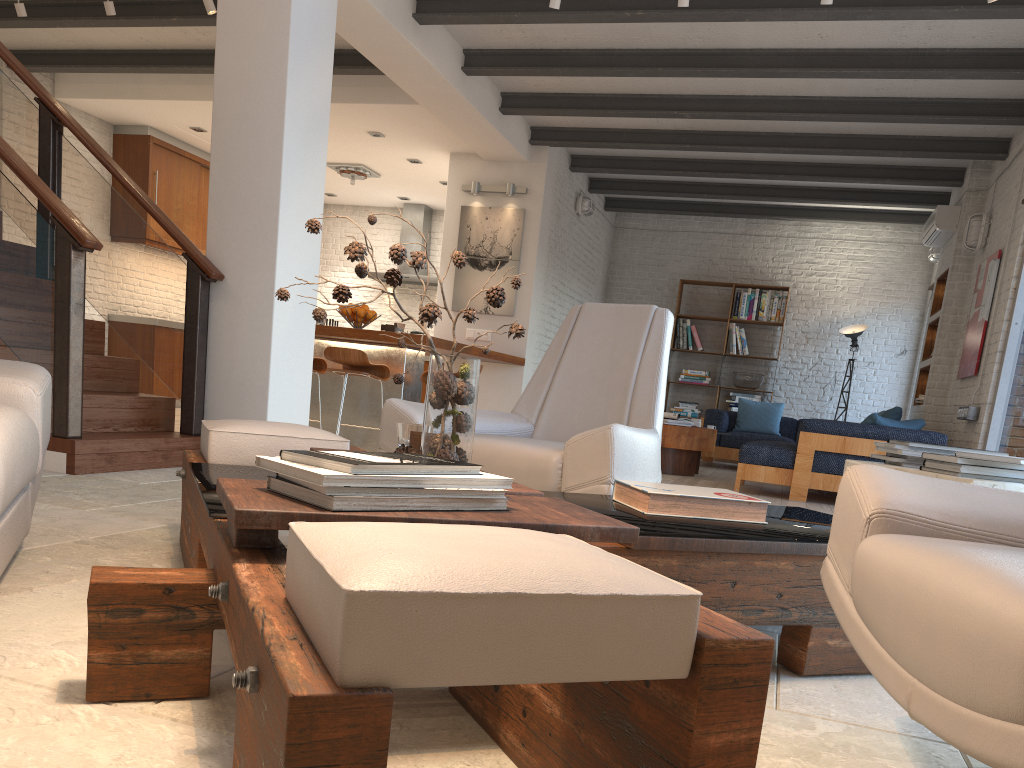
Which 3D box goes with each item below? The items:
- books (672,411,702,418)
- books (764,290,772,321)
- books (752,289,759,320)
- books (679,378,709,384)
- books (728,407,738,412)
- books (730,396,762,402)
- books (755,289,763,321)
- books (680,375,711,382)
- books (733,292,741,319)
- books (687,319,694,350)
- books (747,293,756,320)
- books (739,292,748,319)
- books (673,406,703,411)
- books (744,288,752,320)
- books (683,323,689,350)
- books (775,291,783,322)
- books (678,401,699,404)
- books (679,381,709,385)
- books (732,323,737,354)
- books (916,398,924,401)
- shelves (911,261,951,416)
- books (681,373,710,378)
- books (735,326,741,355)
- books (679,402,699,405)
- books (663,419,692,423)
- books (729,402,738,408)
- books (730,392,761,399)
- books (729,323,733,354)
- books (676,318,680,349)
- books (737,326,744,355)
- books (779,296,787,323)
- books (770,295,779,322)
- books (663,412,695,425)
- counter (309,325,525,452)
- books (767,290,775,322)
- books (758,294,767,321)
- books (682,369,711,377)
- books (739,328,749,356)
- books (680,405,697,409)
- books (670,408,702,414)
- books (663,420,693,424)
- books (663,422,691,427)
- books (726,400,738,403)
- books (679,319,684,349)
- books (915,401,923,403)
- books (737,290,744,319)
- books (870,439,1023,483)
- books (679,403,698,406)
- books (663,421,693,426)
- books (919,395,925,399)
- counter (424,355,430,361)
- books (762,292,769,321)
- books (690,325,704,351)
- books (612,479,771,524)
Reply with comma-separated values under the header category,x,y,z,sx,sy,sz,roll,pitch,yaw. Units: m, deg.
category,x,y,z,sx,sy,sz,roll,pitch,yaw
books,2.262,0.394,11.241,0.323,0.056,0.254,6,0,27
books,3.174,-0.951,10.795,0.036,0.391,0.240,9,8,18
books,3.024,-0.968,10.814,0.036,0.391,0.240,9,8,18
books,2.331,-0.037,11.156,0.378,0.037,0.241,6,0,12
books,2.934,0.343,11.021,0.379,0.066,0.241,6,0,3
books,2.953,0.201,11.015,0.378,0.066,0.241,6,0,11
books,3.062,-0.964,10.814,0.036,0.391,0.240,9,8,18
books,2.343,-0.073,11.140,0.378,0.037,0.241,6,0,10
books,2.819,-0.962,10.898,0.055,0.336,0.251,9,7,18
books,2.270,-0.615,11.101,0.120,0.389,0.240,9,7,17
books,2.982,-0.945,10.851,0.055,0.336,0.251,9,7,18
books,2.887,-0.955,10.859,0.055,0.336,0.251,9,7,18
books,2.264,0.320,11.228,0.378,0.018,0.241,6,0,9
books,2.936,-0.978,10.846,0.036,0.391,0.240,9,8,18
books,2.224,-0.596,11.150,0.102,0.341,0.251,9,7,17
books,3.294,-0.938,10.746,0.036,0.391,0.240,9,8,18
books,2.278,0.241,11.224,0.250,0.017,0.161,6,0,17
books,2.338,-0.007,11.165,0.353,0.021,0.270,6,0,17
books,2.794,-0.556,10.943,0.103,0.391,0.240,9,8,17
books,4.040,0.158,8.504,0.169,0.019,0.234,6,0,19
shelves,4.140,-0.391,8.424,0.190,1.457,0.756,9,8,17
books,2.350,-0.101,11.155,0.353,0.021,0.269,6,0,15
books,2.846,-0.534,10.940,0.124,0.356,0.268,9,7,17
books,2.278,0.254,11.239,0.241,0.008,0.155,6,0,17
books,1.512,0.341,8.178,0.253,0.011,0.312,6,0,-9
books,2.911,0.278,11.007,0.325,0.056,0.252,6,0,12
books,2.953,0.149,11.003,0.377,0.037,0.242,6,0,17
books,2.766,-0.560,10.975,0.100,0.391,0.240,9,8,17
books,2.135,-0.632,11.144,0.090,0.392,0.240,9,8,17
books,2.869,-0.531,10.943,0.124,0.356,0.268,9,7,17
books,3.343,-0.905,10.753,0.055,0.336,0.251,9,7,18
books,3.244,-0.916,10.759,0.055,0.336,0.251,9,7,18
books,1.526,0.330,8.254,0.274,0.111,0.316,5,1,-41
counter,-1.088,0.076,7.729,1.674,0.936,2.474,7,1,17
books,3.205,-0.948,10.772,0.036,0.391,0.240,9,8,18
books,3.099,-0.932,10.791,0.055,0.336,0.251,9,7,18
books,2.361,-0.138,11.144,0.324,0.056,0.253,6,0,19
books,2.910,-0.518,10.917,0.157,0.336,0.251,9,7,17
books,2.273,0.294,11.246,0.204,0.034,0.131,6,0,17
books,2.250,0.346,11.247,0.377,0.037,0.242,6,0,17
books,1.514,0.353,8.187,0.253,0.011,0.312,6,0,-14
books,1.521,0.375,8.191,0.253,0.011,0.313,6,0,-4
books,2.935,0.242,11.008,0.441,0.021,0.270,6,0,17
books,2.172,-0.628,11.142,0.090,0.392,0.240,9,8,17
books,4.034,0.184,8.523,0.160,0.017,0.251,6,0,27
books,2.857,-0.973,10.884,0.020,0.366,0.268,9,7,18
books,1.410,0.241,2.694,0.389,0.081,0.560,6,0,1
books,2.272,0.267,11.250,0.235,0.019,0.169,6,0,10
books,1.524,0.364,8.205,0.253,0.011,0.312,6,0,-14
books,4.047,0.132,8.506,0.131,0.034,0.205,7,0,27
counter,-2.123,-0.453,10.357,3.498,0.071,3.304,6,0,17
books,3.141,-0.941,10.792,0.020,0.366,0.268,9,7,18
books,2.361,-0.574,11.103,0.193,0.325,0.251,8,6,17
books,0.456,0.302,2.256,0.328,0.057,0.250,6,0,-13
